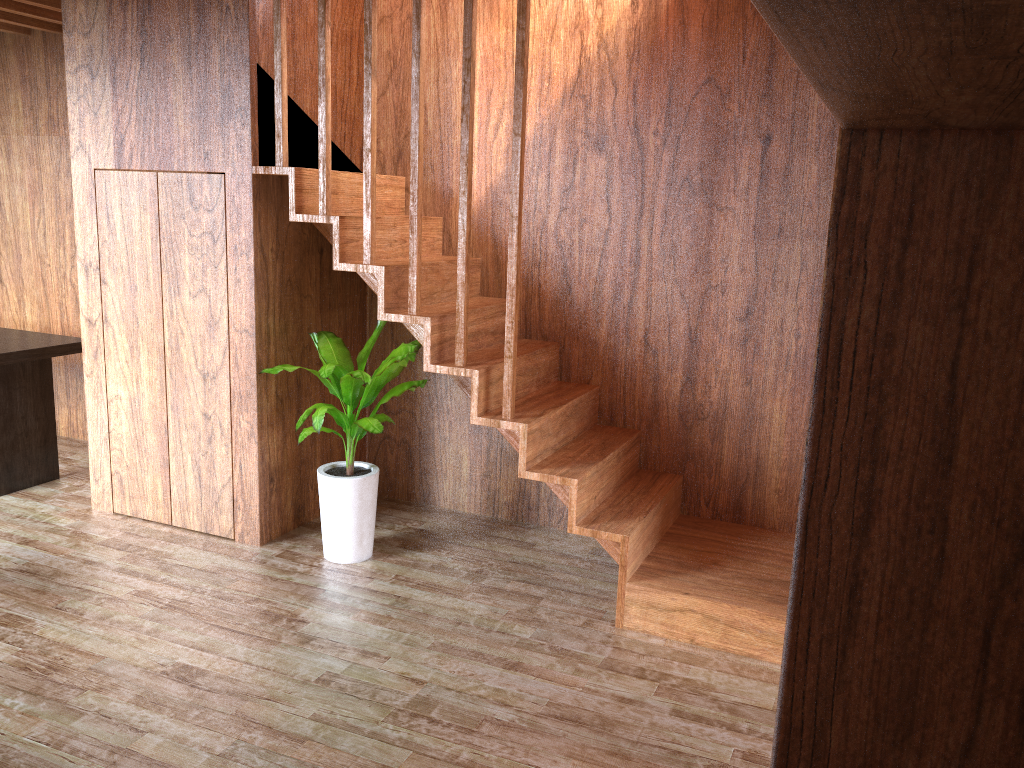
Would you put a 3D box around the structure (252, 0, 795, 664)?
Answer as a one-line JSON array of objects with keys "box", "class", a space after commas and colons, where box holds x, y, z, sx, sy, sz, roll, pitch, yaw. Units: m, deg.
[{"box": [0.246, -0.355, 3.498, 2.433, 2.301, 0.833, 7, 13, 22], "class": "structure"}]

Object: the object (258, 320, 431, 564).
[{"box": [-0.632, 0.220, 3.681, 0.630, 1.032, 0.675, 5, 12, 12], "class": "object"}]

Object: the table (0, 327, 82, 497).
[{"box": [-3.058, 0.085, 4.637, 1.662, 0.716, 0.703, 7, 12, 22], "class": "table"}]
